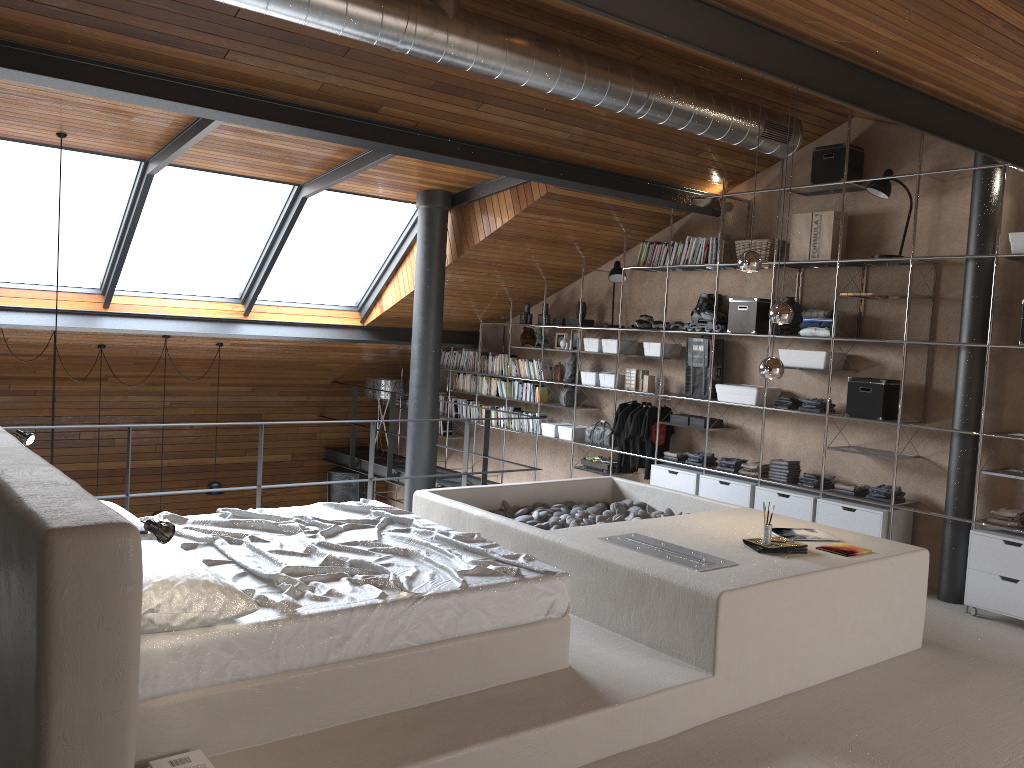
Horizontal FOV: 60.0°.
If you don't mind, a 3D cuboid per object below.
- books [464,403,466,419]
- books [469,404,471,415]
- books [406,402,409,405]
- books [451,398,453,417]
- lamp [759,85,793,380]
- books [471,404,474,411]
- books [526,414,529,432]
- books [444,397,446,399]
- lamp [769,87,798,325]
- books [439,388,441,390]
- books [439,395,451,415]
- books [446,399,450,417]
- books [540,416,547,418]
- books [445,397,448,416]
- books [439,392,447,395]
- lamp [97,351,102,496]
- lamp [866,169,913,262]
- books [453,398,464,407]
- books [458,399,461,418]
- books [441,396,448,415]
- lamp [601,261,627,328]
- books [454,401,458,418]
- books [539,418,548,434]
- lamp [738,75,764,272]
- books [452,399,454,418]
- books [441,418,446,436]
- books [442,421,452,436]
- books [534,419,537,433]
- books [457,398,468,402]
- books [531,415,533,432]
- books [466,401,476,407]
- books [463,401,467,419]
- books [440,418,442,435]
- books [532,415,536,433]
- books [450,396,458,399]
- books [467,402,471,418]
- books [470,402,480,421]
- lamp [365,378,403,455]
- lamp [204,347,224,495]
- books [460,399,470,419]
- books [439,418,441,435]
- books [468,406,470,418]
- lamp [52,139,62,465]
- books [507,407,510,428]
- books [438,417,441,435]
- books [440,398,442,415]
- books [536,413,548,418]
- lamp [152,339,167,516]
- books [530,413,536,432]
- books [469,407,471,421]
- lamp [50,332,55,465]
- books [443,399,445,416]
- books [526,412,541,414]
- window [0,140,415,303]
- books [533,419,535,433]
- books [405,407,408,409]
[{"bbox_3d":[-0.513,0.326,10.540,0.127,0.200,0.046,1,4,-38],"label":"books"},{"bbox_3d":[-0.455,0.334,10.468,0.111,0.197,0.043,1,4,-38],"label":"books"},{"bbox_3d":[-1.230,0.259,11.549,0.180,0.028,0.240,6,4,42],"label":"books"},{"bbox_3d":[-0.681,0.286,10.775,0.143,0.235,0.055,1,4,-38],"label":"books"},{"bbox_3d":[1.586,-0.909,5.216,0.146,1.771,0.146,3,3,-13],"label":"lamp"},{"bbox_3d":[-0.427,0.339,10.421,0.111,0.197,0.043,1,4,-38],"label":"books"},{"bbox_3d":[0.219,0.421,9.637,0.148,0.189,0.053,1,4,-38],"label":"books"},{"bbox_3d":[-0.792,0.271,10.943,0.129,0.231,0.010,1,4,-38],"label":"books"},{"bbox_3d":[1.704,-1.103,5.450,0.146,1.474,0.146,3,3,-7],"label":"lamp"},{"bbox_3d":[-1.036,0.063,11.310,0.234,0.028,0.180,1,4,-38],"label":"books"},{"bbox_3d":[-0.829,0.261,10.999,0.146,0.240,0.023,1,4,-38],"label":"books"},{"bbox_3d":[-0.737,0.289,10.816,0.137,0.215,0.014,1,4,-38],"label":"books"},{"bbox_3d":[0.329,0.436,9.498,0.129,0.186,0.050,1,4,-38],"label":"books"},{"bbox_3d":[-0.765,0.276,10.879,0.129,0.231,0.010,1,4,-38],"label":"books"},{"bbox_3d":[-0.884,0.239,11.070,0.143,0.268,0.020,1,4,-38],"label":"books"},{"bbox_3d":[-4.139,0.477,8.887,0.210,2.002,0.210,3,3,-1],"label":"lamp"},{"bbox_3d":[2.739,-1.233,6.467,0.322,0.660,0.233,5,4,25],"label":"lamp"},{"bbox_3d":[-0.644,0.292,10.728,0.148,0.233,0.053,1,4,-38],"label":"books"},{"bbox_3d":[-0.588,0.297,10.690,0.148,0.233,0.053,1,4,-38],"label":"books"},{"bbox_3d":[-0.813,0.266,10.972,0.148,0.234,0.013,1,4,-38],"label":"books"},{"bbox_3d":[1.008,-0.877,8.700,0.233,0.660,0.322,4,3,15],"label":"lamp"},{"bbox_3d":[-0.636,0.307,10.713,0.148,0.206,0.053,1,4,-38],"label":"books"},{"bbox_3d":[0.338,0.448,9.492,0.130,0.166,0.046,1,4,-38],"label":"books"},{"bbox_3d":[1.494,-1.289,5.428,0.146,1.204,0.146,3,3,-7],"label":"lamp"},{"bbox_3d":[-0.653,0.297,10.739,0.141,0.221,0.055,1,4,-38],"label":"books"},{"bbox_3d":[-0.806,0.527,10.933,0.137,0.216,0.049,1,4,-38],"label":"books"},{"bbox_3d":[-0.799,0.540,10.920,0.138,0.191,0.049,1,4,-38],"label":"books"},{"bbox_3d":[0.304,0.441,9.536,0.146,0.171,0.054,1,4,-38],"label":"books"},{"bbox_3d":[-0.593,0.294,10.725,0.143,0.236,0.062,1,4,-38],"label":"books"},{"bbox_3d":[0.268,0.427,9.593,0.148,0.189,0.053,1,4,-38],"label":"books"},{"bbox_3d":[-0.468,0.315,10.540,0.177,0.217,0.046,1,4,-38],"label":"books"},{"bbox_3d":[-0.509,0.315,10.581,0.164,0.217,0.048,1,4,-38],"label":"books"},{"bbox_3d":[-0.822,0.526,10.974,0.137,0.216,0.049,1,4,-38],"label":"books"},{"bbox_3d":[0.285,0.430,9.569,0.160,0.187,0.060,1,4,-38],"label":"books"},{"bbox_3d":[-0.730,0.272,10.841,0.131,0.247,0.018,1,4,-38],"label":"books"},{"bbox_3d":[-0.459,0.320,10.508,0.161,0.222,0.055,1,4,-38],"label":"books"},{"bbox_3d":[-0.431,0.322,10.437,0.122,0.230,0.057,1,4,-38],"label":"books"},{"bbox_3d":[-1.633,0.437,11.190,0.475,1.002,0.475,2,3,-14],"label":"lamp"},{"bbox_3d":[-3.141,0.389,9.442,0.210,1.565,0.210,3,3,-1],"label":"lamp"},{"bbox_3d":[-0.558,0.301,10.653,0.148,0.233,0.053,1,4,-38],"label":"books"},{"bbox_3d":[-0.841,0.524,10.977,0.133,0.218,0.051,1,4,-38],"label":"books"},{"bbox_3d":[-0.463,0.344,10.471,0.112,0.176,0.039,1,4,-38],"label":"books"},{"bbox_3d":[-3.325,-0.173,6.455,0.210,3.208,0.210,2,3,-16],"label":"lamp"},{"bbox_3d":[0.000,0.373,9.874,0.148,0.233,0.053,1,4,-38],"label":"books"},{"bbox_3d":[-0.863,0.518,11.021,0.155,0.215,0.055,1,4,-38],"label":"books"},{"bbox_3d":[-0.818,0.279,10.987,0.148,0.206,0.014,1,4,-38],"label":"books"},{"bbox_3d":[0.326,0.420,9.515,0.143,0.217,0.066,1,4,-38],"label":"books"},{"bbox_3d":[-3.522,0.463,8.952,0.210,1.911,0.210,3,3,-1],"label":"lamp"},{"bbox_3d":[0.279,0.419,9.616,0.192,0.202,0.055,1,4,-38],"label":"books"},{"bbox_3d":[-0.450,0.348,10.447,0.111,0.174,0.041,1,4,-38],"label":"books"},{"bbox_3d":[-4.285,0.521,8.255,0.210,2.034,0.210,3,3,-1],"label":"lamp"},{"bbox_3d":[-0.785,0.285,10.921,0.148,0.206,0.018,1,4,-38],"label":"books"},{"bbox_3d":[0.242,0.412,9.668,0.207,0.205,0.053,1,4,-38],"label":"books"},{"bbox_3d":[-2.813,-1.370,8.011,3.818,1.031,1.213,1,4,-38],"label":"window"},{"bbox_3d":[0.286,0.442,9.539,0.130,0.167,0.046,1,4,-38],"label":"books"},{"bbox_3d":[-1.243,0.317,11.560,0.234,0.016,0.182,1,4,-38],"label":"books"}]
